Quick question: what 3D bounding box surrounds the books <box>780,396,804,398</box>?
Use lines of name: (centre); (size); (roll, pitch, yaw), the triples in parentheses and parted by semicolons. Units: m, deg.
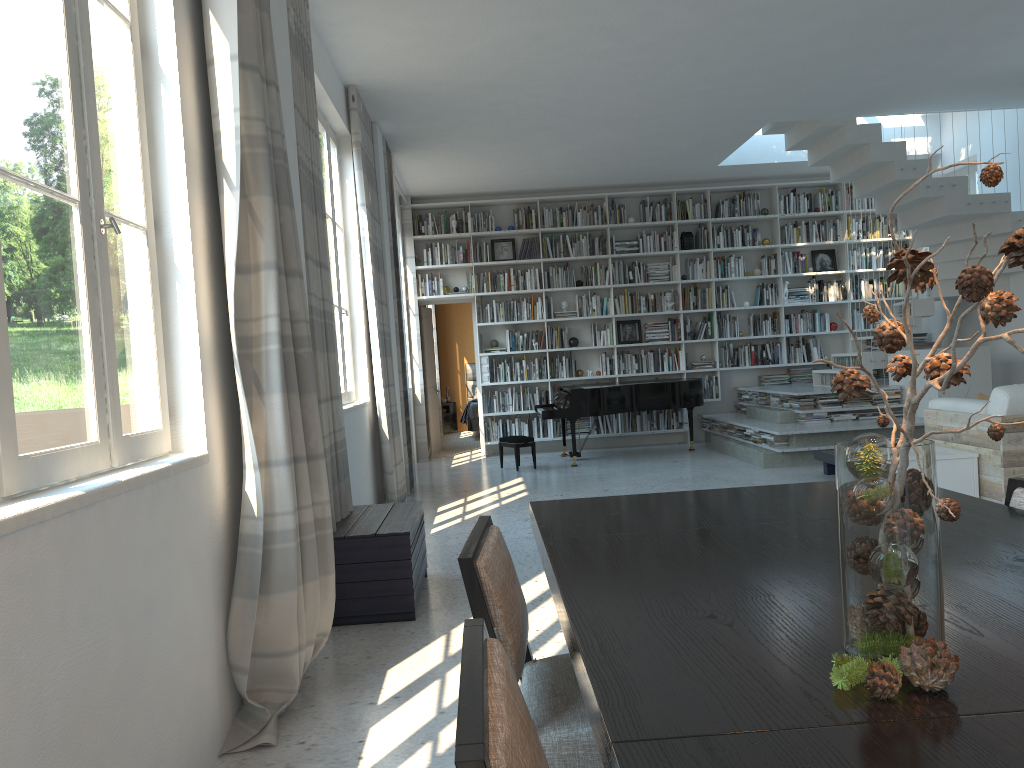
books: (2.989, 0.135, 9.463); (0.171, 0.007, 0.260); (-4, 1, -4)

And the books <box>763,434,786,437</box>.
books: (2.543, 0.489, 8.580); (0.165, 0.015, 0.243); (-4, 1, 2)

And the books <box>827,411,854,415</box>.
books: (3.326, 0.295, 8.992); (0.220, 0.013, 0.149); (-4, 1, -3)

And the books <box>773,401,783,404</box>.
books: (2.988, 0.200, 9.771); (0.167, 0.024, 0.192); (-4, 1, -1)

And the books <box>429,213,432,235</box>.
books: (-0.999, -1.950, 10.935); (0.028, 0.283, 0.189); (-4, 2, -2)

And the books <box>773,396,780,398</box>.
books: (2.988, 0.135, 9.769); (0.145, 0.017, 0.208); (-4, 1, -7)

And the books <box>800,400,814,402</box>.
books: (3.045, 0.175, 9.189); (0.091, 0.011, 0.190); (-4, 1, -4)

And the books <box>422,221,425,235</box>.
books: (-1.089, -1.896, 10.927); (0.028, 0.186, 0.182); (-4, 2, -2)

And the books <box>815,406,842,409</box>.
books: (3.239, 0.235, 9.091); (0.216, 0.015, 0.177); (-4, 1, -4)

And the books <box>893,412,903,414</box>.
books: (3.876, 0.289, 9.018); (0.229, 0.014, 0.133); (-4, 1, -3)

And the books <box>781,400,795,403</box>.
books: (2.993, 0.179, 9.465); (0.177, 0.026, 0.230); (-4, 1, -2)

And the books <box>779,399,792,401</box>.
books: (2.987, 0.162, 9.464); (0.187, 0.009, 0.250); (-4, 1, -2)

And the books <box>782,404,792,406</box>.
books: (3.000, 0.224, 9.466); (0.154, 0.007, 0.292); (-4, 1, 1)

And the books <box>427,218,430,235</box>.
books: (-1.024, -1.921, 10.945); (0.024, 0.227, 0.157); (-4, 2, -2)

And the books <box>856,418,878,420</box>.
books: (3.614, 0.348, 9.006); (0.249, 0.009, 0.144); (-4, 1, -3)

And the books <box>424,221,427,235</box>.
books: (-1.060, -1.903, 10.952); (0.031, 0.196, 0.145); (-4, 2, -2)

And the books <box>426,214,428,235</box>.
books: (-1.042, -1.946, 10.935); (0.010, 0.281, 0.160); (-4, 2, -2)

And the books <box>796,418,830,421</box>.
books: (3.046, 0.355, 8.977); (0.285, 0.008, 0.159); (-4, 1, -4)

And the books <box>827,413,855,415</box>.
books: (3.327, 0.304, 8.991); (0.242, 0.005, 0.152); (-4, 1, -1)

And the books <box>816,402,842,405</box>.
books: (3.237, 0.197, 9.085); (0.215, 0.013, 0.189); (-4, 1, -3)

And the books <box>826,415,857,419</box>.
books: (3.328, 0.331, 8.986); (0.272, 0.012, 0.158); (-4, 1, -4)

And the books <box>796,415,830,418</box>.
books: (3.044, 0.329, 8.973); (0.292, 0.012, 0.159); (-4, 1, 1)

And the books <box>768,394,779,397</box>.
books: (2.964, 0.121, 9.767); (0.192, 0.014, 0.256); (-4, 1, -6)

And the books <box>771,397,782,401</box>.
books: (2.979, 0.159, 9.769); (0.174, 0.029, 0.250); (-4, 1, -4)

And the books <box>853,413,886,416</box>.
books: (3.612, 0.303, 8.981); (0.287, 0.018, 0.190); (-4, 1, -3)

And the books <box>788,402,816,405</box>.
books: (3.001, 0.202, 9.189); (0.184, 0.014, 0.297); (-4, 1, -3)

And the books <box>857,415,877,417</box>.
books: (3.612, 0.316, 9.007); (0.273, 0.009, 0.129); (-4, 1, 1)

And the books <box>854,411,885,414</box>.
books: (3.603, 0.291, 8.990); (0.275, 0.009, 0.176); (-4, 1, -2)

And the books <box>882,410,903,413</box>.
books: (3.876, 0.278, 9.017); (0.215, 0.007, 0.130); (-4, 1, 0)

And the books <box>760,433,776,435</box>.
books: (2.535, 0.477, 8.579); (0.176, 0.010, 0.266); (-4, 1, -6)

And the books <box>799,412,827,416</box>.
books: (3.042, 0.300, 8.971); (0.234, 0.025, 0.157); (-4, 1, -7)

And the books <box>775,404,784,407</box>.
books: (2.998, 0.232, 9.772); (0.132, 0.016, 0.262); (-4, 1, 3)

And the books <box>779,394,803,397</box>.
books: (2.973, 0.114, 9.462); (0.189, 0.022, 0.237); (-4, 1, 3)

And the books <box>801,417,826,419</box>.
books: (3.045, 0.341, 8.970); (0.210, 0.012, 0.168); (-4, 1, 2)

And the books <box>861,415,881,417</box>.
books: (3.613, 0.323, 8.990); (0.254, 0.005, 0.161); (-4, 1, -6)

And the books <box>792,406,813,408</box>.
books: (3.010, 0.236, 9.190); (0.161, 0.014, 0.212); (-4, 1, 2)

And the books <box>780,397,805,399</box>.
books: (2.988, 0.145, 9.463); (0.168, 0.013, 0.281); (-4, 1, -5)

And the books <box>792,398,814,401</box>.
books: (3.014, 0.156, 9.187); (0.149, 0.014, 0.228); (-4, 1, -4)

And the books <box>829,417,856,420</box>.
books: (3.330, 0.347, 8.976); (0.232, 0.019, 0.169); (-4, 1, -7)

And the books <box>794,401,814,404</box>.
books: (3.024, 0.188, 9.189); (0.137, 0.012, 0.242); (-4, 1, -1)

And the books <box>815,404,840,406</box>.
books: (3.237, 0.209, 9.109); (0.207, 0.012, 0.131); (-4, 1, -6)

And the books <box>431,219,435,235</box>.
books: (-0.968, -1.913, 10.928); (0.030, 0.206, 0.175); (-4, 2, -2)

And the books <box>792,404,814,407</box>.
books: (3.015, 0.221, 9.190); (0.152, 0.015, 0.208); (-4, 1, -5)

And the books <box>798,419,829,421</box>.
books: (3.046, 0.362, 8.977); (0.264, 0.006, 0.164); (-4, 1, -1)

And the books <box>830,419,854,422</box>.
books: (3.330, 0.363, 8.991); (0.208, 0.015, 0.152); (-4, 1, -4)

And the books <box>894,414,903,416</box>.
books: (3.878, 0.312, 9.010); (0.234, 0.017, 0.151); (-4, 1, -1)

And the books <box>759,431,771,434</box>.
books: (2.527, 0.466, 8.578); (0.192, 0.014, 0.256); (-4, 1, -6)

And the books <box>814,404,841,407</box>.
books: (3.238, 0.221, 9.104); (0.227, 0.013, 0.148); (-4, 1, -4)

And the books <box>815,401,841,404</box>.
books: (3.236, 0.185, 9.095); (0.210, 0.012, 0.168); (-4, 1, -1)

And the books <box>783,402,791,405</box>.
books: (3.004, 0.206, 9.466); (0.155, 0.028, 0.189); (-4, 1, -1)

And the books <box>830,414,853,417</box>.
books: (3.327, 0.316, 8.997); (0.211, 0.018, 0.134); (-4, 1, 1)

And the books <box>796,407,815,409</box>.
books: (3.026, 0.246, 9.191); (0.144, 0.009, 0.249); (-4, 1, -2)

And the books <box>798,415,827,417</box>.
books: (3.043, 0.318, 8.985); (0.257, 0.010, 0.132); (-4, 1, 2)

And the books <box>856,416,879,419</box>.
books: (3.614, 0.335, 8.985); (0.250, 0.018, 0.177); (-4, 1, 1)

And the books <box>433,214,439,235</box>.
books: (-0.936, -1.944, 10.922); (0.057, 0.263, 0.190); (-4, 2, -2)

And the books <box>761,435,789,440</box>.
books: (2.544, 0.510, 8.580); (0.156, 0.027, 0.287); (-4, 1, -7)

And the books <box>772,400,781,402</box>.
books: (2.975, 0.181, 9.770); (0.178, 0.015, 0.187); (-4, 1, 3)

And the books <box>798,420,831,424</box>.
books: (3.048, 0.378, 8.958); (0.262, 0.023, 0.200); (-4, 1, -4)
